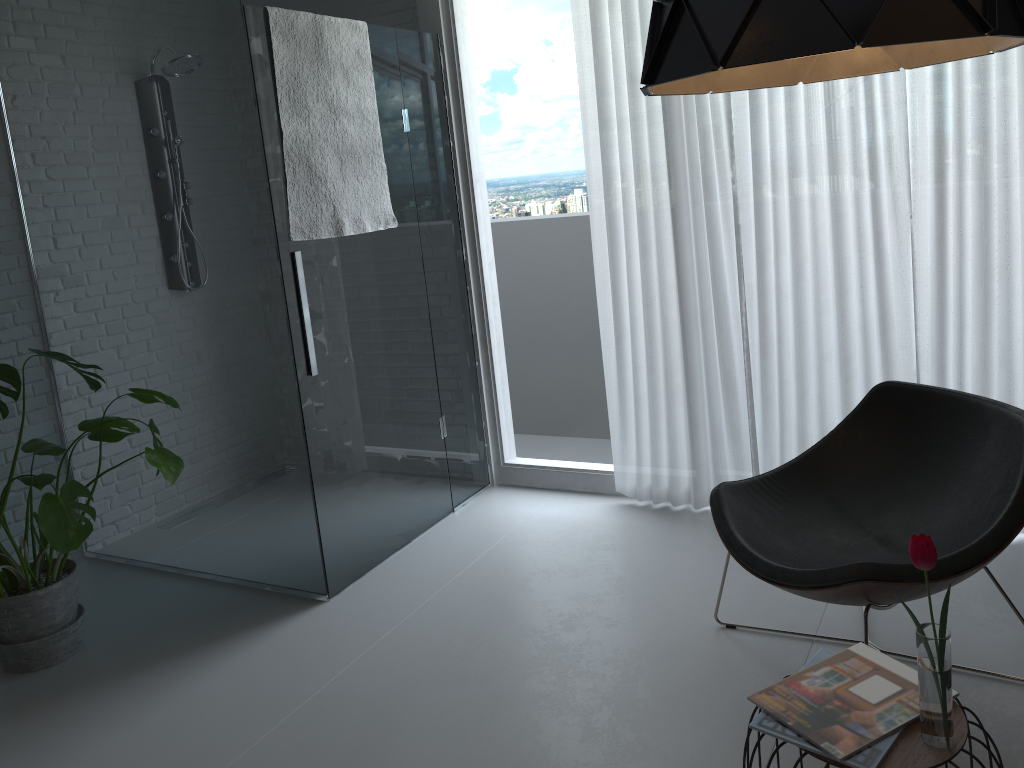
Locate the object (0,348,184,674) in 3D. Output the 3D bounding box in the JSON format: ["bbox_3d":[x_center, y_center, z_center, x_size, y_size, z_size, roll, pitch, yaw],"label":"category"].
[{"bbox_3d":[-1.580,0.410,2.974,1.000,1.035,0.854,-16,14,-41],"label":"object"}]

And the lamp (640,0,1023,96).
[{"bbox_3d":[0.456,-0.945,1.362,0.614,0.892,0.584,-15,13,-41],"label":"lamp"}]

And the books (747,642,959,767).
[{"bbox_3d":[-3.230,1.035,2.219,8.225,0.368,0.412,-4,11,9],"label":"books"}]

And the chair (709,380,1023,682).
[{"bbox_3d":[1.023,0.425,2.494,0.817,0.682,0.798,-10,12,-17],"label":"chair"}]

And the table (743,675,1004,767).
[{"bbox_3d":[0.662,0.801,1.622,0.450,0.430,0.458,-5,11,7],"label":"table"}]

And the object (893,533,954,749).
[{"bbox_3d":[0.692,0.432,1.473,0.077,0.351,0.066,-11,10,-28],"label":"object"}]

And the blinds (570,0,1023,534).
[{"bbox_3d":[1.116,-0.785,3.204,1.852,2.664,0.138,0,10,30],"label":"blinds"}]
